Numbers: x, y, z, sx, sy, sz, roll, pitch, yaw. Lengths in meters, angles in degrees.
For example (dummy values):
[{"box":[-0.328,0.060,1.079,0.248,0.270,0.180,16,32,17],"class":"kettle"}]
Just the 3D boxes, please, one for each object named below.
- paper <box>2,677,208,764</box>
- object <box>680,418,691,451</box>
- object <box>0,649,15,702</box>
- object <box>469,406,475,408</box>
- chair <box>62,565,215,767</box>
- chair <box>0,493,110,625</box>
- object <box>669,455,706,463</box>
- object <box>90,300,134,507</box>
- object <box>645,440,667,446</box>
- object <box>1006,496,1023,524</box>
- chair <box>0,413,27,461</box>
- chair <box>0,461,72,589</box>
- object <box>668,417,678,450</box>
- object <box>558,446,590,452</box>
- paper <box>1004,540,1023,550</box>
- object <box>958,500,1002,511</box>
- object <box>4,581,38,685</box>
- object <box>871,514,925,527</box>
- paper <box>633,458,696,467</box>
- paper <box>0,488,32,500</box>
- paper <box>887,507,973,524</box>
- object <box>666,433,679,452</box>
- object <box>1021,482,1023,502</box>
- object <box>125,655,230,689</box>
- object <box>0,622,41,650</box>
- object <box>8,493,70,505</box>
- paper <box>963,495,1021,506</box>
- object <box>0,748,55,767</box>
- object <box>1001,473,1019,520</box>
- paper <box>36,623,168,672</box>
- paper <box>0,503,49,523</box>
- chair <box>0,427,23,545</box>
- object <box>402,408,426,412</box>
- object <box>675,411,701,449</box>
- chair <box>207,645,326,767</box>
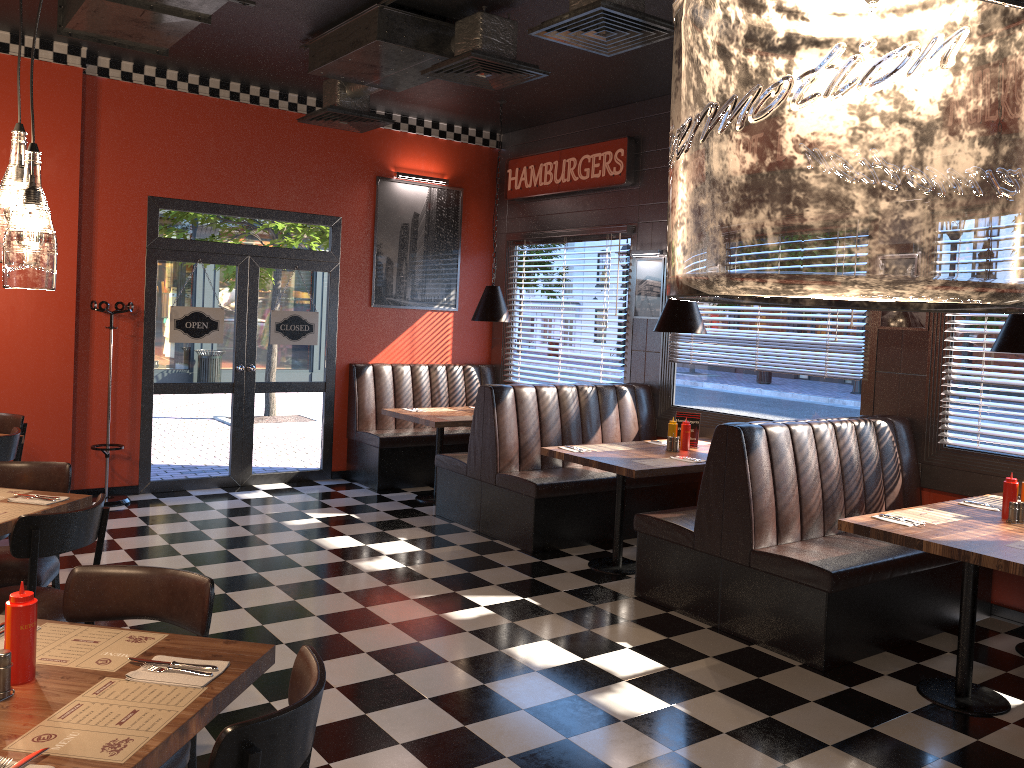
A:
[{"box":[-0.879,0.733,1.955,0.261,0.001,0.366,3,5,7],"class":"paper"},{"box":[1.260,0.363,6.432,0.068,0.237,0.068,4,3,37],"class":"object"},{"box":[-1.169,0.650,1.996,0.047,0.136,0.094,3,3,14],"class":"object"},{"box":[-0.289,0.231,8.610,0.157,0.019,0.255,-1,6,-40],"class":"object"},{"box":[-1.166,1.015,2.540,0.486,0.866,0.545,3,3,9],"class":"chair"},{"box":[-1.958,0.897,3.577,0.545,0.866,0.487,3,3,13],"class":"chair"},{"box":[1.174,0.503,5.995,0.157,0.019,0.255,-1,6,-40],"class":"object"},{"box":[-3.302,0.151,7.259,0.374,1.656,0.375,2,2,-14],"class":"object"},{"box":[1.146,0.447,6.700,0.157,0.019,0.255,-1,6,-37],"class":"object"},{"box":[2.532,0.630,4.439,0.093,0.136,0.047,2,2,-11],"class":"object"},{"box":[-3.573,0.641,5.895,0.487,0.866,0.545,4,3,19],"class":"chair"},{"box":[-2.393,0.829,4.186,0.486,0.866,0.546,2,3,-13],"class":"chair"},{"box":[1.167,0.358,6.440,0.068,0.237,0.068,4,3,37],"class":"object"},{"box":[0.450,0.454,6.201,0.157,0.019,0.256,0,5,-30],"class":"object"},{"box":[2.417,0.729,3.957,0.365,0.001,0.261,-1,6,-38],"class":"paper"},{"box":[2.582,0.661,4.819,0.157,0.019,0.255,-1,6,-40],"class":"object"},{"box":[-1.171,0.588,2.111,0.068,0.237,0.068,1,2,-31],"class":"object"},{"box":[1.914,0.667,4.347,0.157,0.019,0.255,0,5,-35],"class":"object"},{"box":[1.001,0.516,5.832,0.365,0.001,0.262,0,5,-34],"class":"paper"},{"box":[-2.433,0.498,4.032,0.365,0.001,0.261,3,5,7],"class":"paper"},{"box":[2.135,0.671,4.529,0.365,0.001,0.262,-1,5,-35],"class":"paper"},{"box":[1.152,0.417,6.343,0.094,0.136,0.047,4,2,24],"class":"object"},{"box":[2.640,0.576,4.527,0.068,0.237,0.068,2,2,-13],"class":"object"},{"box":[-0.849,0.706,2.205,0.255,0.019,0.158,3,4,8],"class":"object"},{"box":[-1.380,0.672,2.331,0.157,0.019,0.255,3,4,2],"class":"object"},{"box":[-2.136,0.509,3.964,0.255,0.019,0.158,4,5,12],"class":"object"},{"box":[2.753,0.664,4.983,0.365,0.001,0.262,0,5,-35],"class":"paper"},{"box":[-0.980,0.743,1.663,0.157,0.019,0.255,4,5,11],"class":"object"},{"box":[2.547,0.571,4.527,0.068,0.237,0.068,2,2,-13],"class":"object"},{"box":[-1.144,0.691,2.338,0.365,0.001,0.261,3,5,7],"class":"paper"},{"box":[-2.155,0.539,3.682,0.261,0.001,0.366,3,5,8],"class":"paper"},{"box":[-3.233,0.707,5.253,0.544,0.866,0.487,2,3,-4],"class":"chair"},{"box":[-0.895,0.236,8.184,0.157,0.019,0.255,-1,5,-35],"class":"object"},{"box":[1.302,0.342,6.601,0.188,0.256,0.072,4,2,24],"class":"object"},{"box":[-0.711,1.079,1.990,0.544,0.866,0.487,3,3,6],"class":"chair"}]
